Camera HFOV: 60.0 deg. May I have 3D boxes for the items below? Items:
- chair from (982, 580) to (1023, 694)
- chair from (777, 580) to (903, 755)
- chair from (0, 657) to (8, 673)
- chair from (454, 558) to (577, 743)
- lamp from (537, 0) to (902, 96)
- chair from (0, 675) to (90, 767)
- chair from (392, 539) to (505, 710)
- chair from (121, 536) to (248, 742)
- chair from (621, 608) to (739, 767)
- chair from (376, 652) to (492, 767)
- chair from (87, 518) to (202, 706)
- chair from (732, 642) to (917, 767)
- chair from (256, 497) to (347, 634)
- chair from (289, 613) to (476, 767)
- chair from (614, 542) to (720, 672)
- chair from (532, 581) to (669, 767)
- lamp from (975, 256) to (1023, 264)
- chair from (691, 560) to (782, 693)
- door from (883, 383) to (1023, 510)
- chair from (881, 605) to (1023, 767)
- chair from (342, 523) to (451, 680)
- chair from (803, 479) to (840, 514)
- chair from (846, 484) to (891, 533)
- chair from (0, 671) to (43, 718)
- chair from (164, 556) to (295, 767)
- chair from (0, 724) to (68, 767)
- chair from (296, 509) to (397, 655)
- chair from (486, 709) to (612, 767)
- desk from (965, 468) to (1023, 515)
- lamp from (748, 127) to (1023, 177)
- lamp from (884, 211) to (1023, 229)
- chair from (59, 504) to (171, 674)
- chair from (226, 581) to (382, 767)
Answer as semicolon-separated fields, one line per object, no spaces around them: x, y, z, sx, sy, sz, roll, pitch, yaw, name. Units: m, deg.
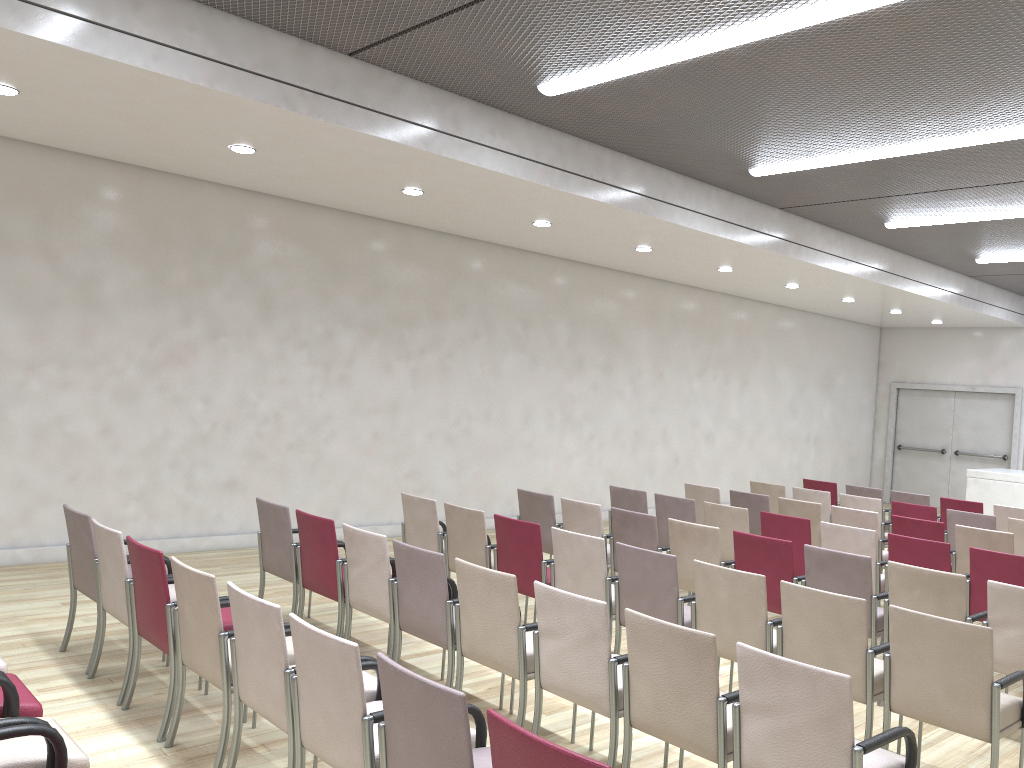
2.973;1.556;4.963;0.640;0.890;0.513;4;0;-44;chair
1.693;1.463;4.531;0.640;0.890;0.513;4;0;-43;chair
-2.482;1.162;3.654;0.640;0.890;0.513;4;0;-42;chair
0.045;1.346;4.513;0.640;0.890;0.513;4;0;-43;chair
1.369;-2.098;5.391;0.198;0.045;3.303;4;0;-43;lamp
-1.750;1.211;2.837;0.640;0.890;0.513;4;0;-43;chair
-0.323;1.321;4.908;0.640;0.890;0.513;4;0;-43;chair
-1.598;1.228;4.479;0.640;0.890;0.513;4;0;-42;chair
0.800;1.396;3.705;0.640;0.890;0.513;4;0;-42;chair
-0.100;1.329;2.873;0.640;0.890;0.513;4;0;-42;chair
-1.963;1.204;4.881;0.640;0.890;0.513;4;0;-42;chair
1.163;1.421;3.304;0.640;0.890;0.513;4;0;-42;chair
-1.425;1.247;6.127;0.640;0.890;0.513;4;0;-42;chair
-0.480;1.303;3.270;0.640;0.890;0.513;4;0;-43;chair
0.956;1.414;5.340;0.640;0.890;0.513;4;0;-42;chair
0.435;1.372;4.101;0.640;0.890;0.513;4;0;-42;chair
7.613;-1.630;11.154;0.198;0.045;3.303;4;0;-43;lamp
1.336;1.439;4.942;0.640;0.890;0.513;4;0;-43;chair
8.340;1.229;16.859;0.200;2.400;2.373;4;0;-43;door
2.077;1.489;4.137;0.640;0.890;0.513;4;0;-43;chair
-0.676;1.298;5.318;0.640;0.890;0.513;4;0;-43;chair
3.975;1.652;11.129;0.640;0.890;0.513;4;0;-43;chair
4.355;1.678;10.716;0.640;0.890;0.513;4;0;-42;chair
-2.117;1.186;3.244;0.640;0.890;0.513;4;0;-42;chair
-1.223;1.254;4.080;0.640;0.890;0.513;4;0;-43;chair
-1.379;1.236;2.442;0.640;0.890;0.513;4;0;-43;chair
-1.054;1.272;5.725;0.640;0.890;0.513;4;0;-43;chair
0.265;1.353;2.450;0.640;0.890;0.513;4;0;-42;chair
8.424;1.897;12.215;1.456;1.042;3.652;4;0;-43;desk
3.439;-1.943;7.301;0.198;0.045;3.303;4;0;-43;lamp
5.553;-1.785;9.253;0.198;0.045;3.303;4;0;-43;lamp
-2.328;1.180;5.299;0.640;0.890;0.513;4;0;-43;chair
-0.837;1.280;3.675;0.640;0.890;0.513;4;0;-42;chair
